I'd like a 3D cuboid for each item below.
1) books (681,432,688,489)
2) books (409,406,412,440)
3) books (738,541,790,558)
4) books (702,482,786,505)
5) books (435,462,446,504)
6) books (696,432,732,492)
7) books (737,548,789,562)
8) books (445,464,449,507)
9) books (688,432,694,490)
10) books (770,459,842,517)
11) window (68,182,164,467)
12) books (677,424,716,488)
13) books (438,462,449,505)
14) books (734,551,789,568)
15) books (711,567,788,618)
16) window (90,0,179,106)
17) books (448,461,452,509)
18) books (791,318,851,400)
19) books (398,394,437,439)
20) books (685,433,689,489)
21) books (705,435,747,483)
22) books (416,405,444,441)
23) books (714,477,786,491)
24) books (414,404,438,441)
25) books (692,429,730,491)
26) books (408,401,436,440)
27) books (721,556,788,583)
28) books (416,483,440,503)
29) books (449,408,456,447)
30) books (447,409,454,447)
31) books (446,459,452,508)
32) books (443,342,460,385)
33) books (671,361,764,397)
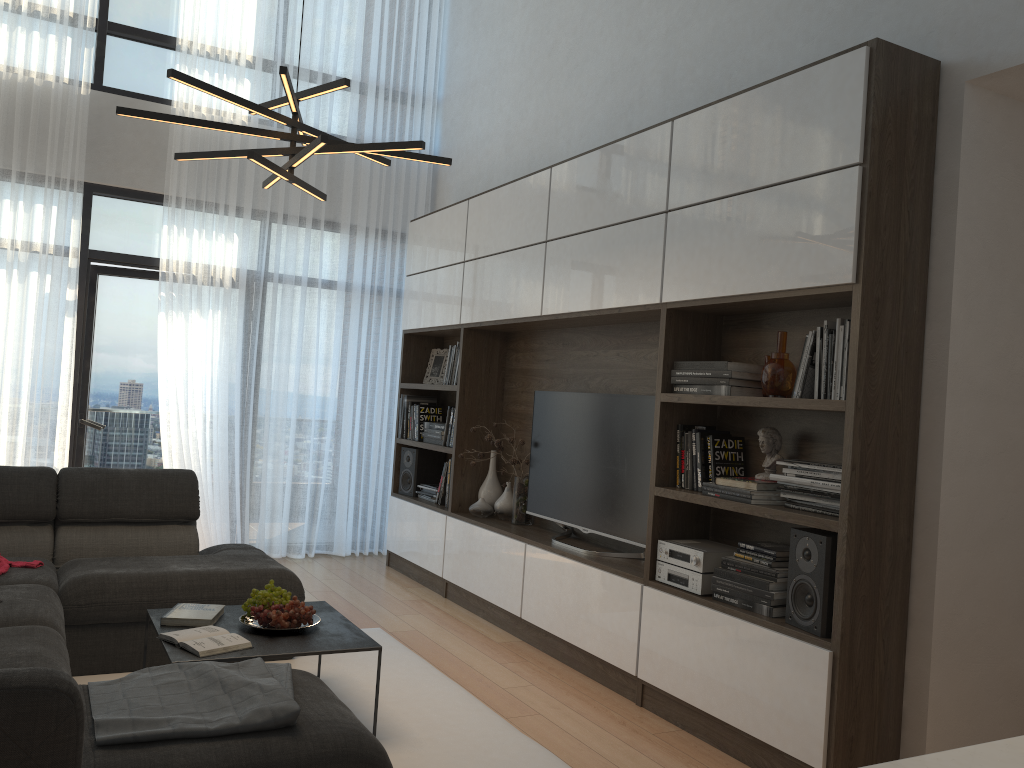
[{"bbox_3d":[0.798,0.326,3.758,0.189,0.240,0.053,5,-1,-28],"label":"books"},{"bbox_3d":[-0.627,0.279,6.238,0.189,0.240,0.053,5,-1,-28],"label":"books"},{"bbox_3d":[0.995,0.630,3.382,0.161,0.023,0.213,4,-1,-25],"label":"books"},{"bbox_3d":[0.922,0.423,3.422,0.250,0.047,0.310,4,-1,-23],"label":"books"},{"bbox_3d":[-0.368,0.658,5.869,0.232,0.284,0.142,5,-1,-28],"label":"books"},{"bbox_3d":[0.839,0.325,3.661,0.177,0.242,0.066,5,-1,-29],"label":"books"},{"bbox_3d":[0.980,0.648,3.377,0.142,0.015,0.198,5,-1,-30],"label":"books"},{"bbox_3d":[-0.326,0.652,5.759,0.213,0.301,0.028,5,-1,-28],"label":"books"},{"bbox_3d":[0.808,0.323,3.711,0.169,0.242,0.050,5,-1,-29],"label":"books"},{"bbox_3d":[1.123,0.366,3.123,0.224,0.176,0.374,5,-1,-29],"label":"books"},{"bbox_3d":[-2.926,-0.095,5.933,4.808,2.501,0.119,5,-1,-28],"label":"window"},{"bbox_3d":[0.787,0.310,3.789,0.202,0.268,0.053,5,-1,-29],"label":"books"},{"bbox_3d":[-0.359,0.655,5.816,0.210,0.289,0.100,5,-1,-29],"label":"books"},{"bbox_3d":[0.976,0.666,3.374,0.161,0.023,0.213,4,-1,-25],"label":"books"},{"bbox_3d":[0.949,0.780,3.353,0.248,0.123,0.307,5,-1,-33],"label":"books"},{"bbox_3d":[-2.714,-3.188,5.994,4.808,2.500,0.119,5,-1,-28],"label":"window"},{"bbox_3d":[-0.287,0.640,5.707,0.237,0.326,0.026,5,-1,-28],"label":"books"},{"bbox_3d":[1.182,-0.078,3.120,0.201,0.287,0.332,5,-1,-28],"label":"books"},{"bbox_3d":[-0.675,0.240,6.350,0.259,0.321,0.128,5,-1,-28],"label":"books"},{"bbox_3d":[0.803,0.327,3.734,0.170,0.236,0.049,5,-1,-28],"label":"books"},{"bbox_3d":[0.882,0.331,3.646,0.179,0.233,0.077,5,-1,-28],"label":"books"},{"bbox_3d":[-0.566,0.274,6.112,0.191,0.249,0.083,5,-1,-28],"label":"books"},{"bbox_3d":[0.953,0.386,3.428,0.266,0.030,0.209,5,-1,-35],"label":"books"},{"bbox_3d":[-0.593,0.271,6.171,0.193,0.255,0.066,5,-1,-29],"label":"books"},{"bbox_3d":[0.832,0.319,3.691,0.193,0.255,0.066,5,-1,-29],"label":"books"},{"bbox_3d":[-0.637,0.263,6.269,0.202,0.268,0.053,5,-1,-29],"label":"books"},{"bbox_3d":[0.969,0.699,3.368,0.224,0.042,0.277,5,-1,-33],"label":"books"},{"bbox_3d":[-0.516,0.744,6.048,0.204,0.099,0.325,5,-1,-28],"label":"books"},{"bbox_3d":[-0.287,0.283,5.628,0.191,0.249,0.084,5,-1,-28],"label":"books"},{"bbox_3d":[-0.316,0.284,5.656,0.179,0.243,0.071,5,-1,-29],"label":"books"},{"bbox_3d":[-0.306,0.645,5.734,0.237,0.314,0.034,5,-1,-28],"label":"books"},{"bbox_3d":[-0.296,-0.131,5.894,0.185,0.299,0.367,5,-1,-28],"label":"books"},{"bbox_3d":[0.872,-0.015,3.657,0.277,0.137,0.343,5,-1,-33],"label":"books"}]
